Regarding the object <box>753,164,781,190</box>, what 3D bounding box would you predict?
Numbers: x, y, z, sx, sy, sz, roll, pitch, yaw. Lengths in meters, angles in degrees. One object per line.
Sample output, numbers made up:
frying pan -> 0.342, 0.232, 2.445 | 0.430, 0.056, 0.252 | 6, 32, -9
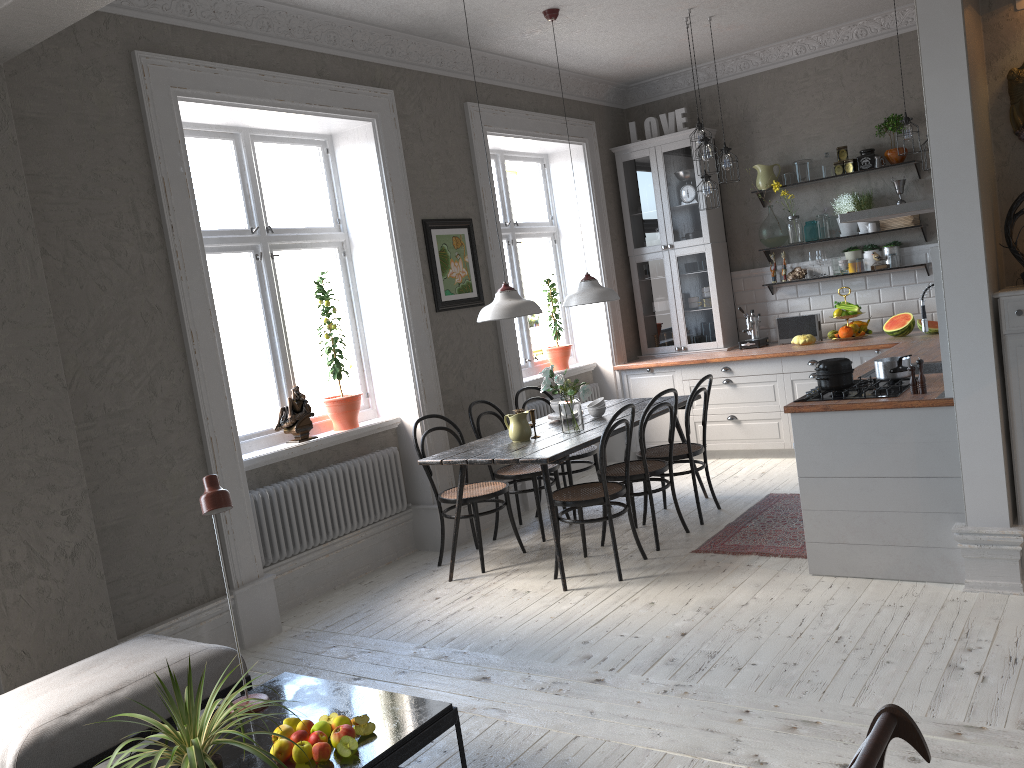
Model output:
object -> 2.136, -1.737, 7.425 | 0.177, 0.216, 0.187 | -13, 7, -40

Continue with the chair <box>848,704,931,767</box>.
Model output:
chair -> 0.261, 1.013, 1.718 | 0.996, 0.721, 0.517 | -4, 7, 36

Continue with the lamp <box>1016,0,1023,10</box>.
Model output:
lamp -> 2.285, -1.704, 3.639 | 0.407, 0.171, 0.224 | -4, 7, 36

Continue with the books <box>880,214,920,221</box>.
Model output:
books -> 3.042, -1.306, 6.958 | 0.161, 0.016, 0.255 | -13, 7, -41

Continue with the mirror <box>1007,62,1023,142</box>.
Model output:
mirror -> 2.400, -1.244, 3.755 | 0.522, 0.594, 0.072 | -4, 7, 35

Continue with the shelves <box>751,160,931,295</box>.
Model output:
shelves -> 2.672, -1.223, 7.226 | 1.290, 0.924, 0.233 | -4, 7, 35

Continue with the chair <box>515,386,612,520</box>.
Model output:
chair -> 0.349, 0.465, 6.271 | 0.447, 0.921, 0.537 | -13, 8, -41

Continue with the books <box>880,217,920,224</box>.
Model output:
books -> 3.045, -1.285, 6.960 | 0.255, 0.011, 0.161 | -4, 7, 38

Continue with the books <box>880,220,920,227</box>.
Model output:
books -> 3.049, -1.264, 6.963 | 0.255, 0.016, 0.161 | -3, 8, 45

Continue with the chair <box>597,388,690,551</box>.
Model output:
chair -> 0.769, 0.495, 5.325 | 0.537, 0.921, 0.447 | -3, 8, 43

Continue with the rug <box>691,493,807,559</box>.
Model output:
rug -> 1.667, 0.823, 5.312 | 0.721, 0.014, 1.314 | -4, 7, 36

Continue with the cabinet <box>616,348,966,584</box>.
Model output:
cabinet -> 2.179, 0.251, 6.045 | 1.999, 0.855, 4.168 | -9, 5, -7

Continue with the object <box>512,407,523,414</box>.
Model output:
object -> 0.046, 0.226, 5.427 | 0.095, 0.172, 0.097 | -7, 6, 17

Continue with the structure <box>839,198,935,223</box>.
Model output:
structure -> 2.248, -1.782, 5.076 | 0.698, 1.596, 0.726 | -4, 7, 36

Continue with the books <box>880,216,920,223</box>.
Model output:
books -> 3.044, -1.296, 6.959 | 0.255, 0.011, 0.161 | -3, 7, 42

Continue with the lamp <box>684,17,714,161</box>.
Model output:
lamp -> 1.219, -2.438, 6.144 | 0.144, 1.736, 0.149 | -6, 6, 23

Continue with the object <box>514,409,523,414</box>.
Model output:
object -> 0.051, 0.234, 5.333 | 0.063, 0.172, 0.061 | -12, 7, -32

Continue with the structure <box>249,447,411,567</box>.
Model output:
structure -> -1.073, 0.704, 5.278 | 0.146, 0.428, 1.246 | -5, 7, 34

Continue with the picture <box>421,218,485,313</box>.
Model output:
picture -> -0.392, -0.823, 6.077 | 0.019, 0.620, 0.531 | -4, 7, 36

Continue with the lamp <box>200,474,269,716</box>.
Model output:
lamp -> -0.955, 0.709, 2.974 | 0.140, 0.840, 0.248 | -10, 6, -18

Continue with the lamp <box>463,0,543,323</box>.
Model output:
lamp -> -0.146, -1.288, 4.931 | 0.384, 1.860, 0.374 | -10, 6, -16

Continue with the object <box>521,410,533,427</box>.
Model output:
object -> 0.074, 0.225, 5.709 | 0.138, 0.112, 0.141 | -6, 6, 18

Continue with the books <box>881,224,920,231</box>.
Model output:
books -> 3.054, -1.231, 6.966 | 0.255, 0.011, 0.161 | -4, 7, 38

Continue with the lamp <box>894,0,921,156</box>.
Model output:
lamp -> 2.614, -2.441, 6.021 | 0.149, 1.736, 0.144 | -11, 6, -22

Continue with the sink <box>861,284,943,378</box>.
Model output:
sink -> 2.235, -0.193, 4.909 | 0.517, 0.721, 0.495 | -4, 7, 36

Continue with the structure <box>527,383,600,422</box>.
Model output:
structure -> 0.417, 0.292, 7.350 | 0.146, 0.428, 1.246 | -5, 7, 34

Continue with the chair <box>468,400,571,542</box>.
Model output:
chair -> 0.049, 0.546, 5.884 | 0.538, 0.921, 0.446 | -5, 7, 33

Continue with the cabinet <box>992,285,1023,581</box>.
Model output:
cabinet -> 2.469, 0.210, 3.721 | 0.653, 1.298, 0.391 | -4, 7, 36

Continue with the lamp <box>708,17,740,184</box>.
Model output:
lamp -> 1.423, -2.292, 6.228 | 0.144, 1.736, 0.149 | -6, 6, 23

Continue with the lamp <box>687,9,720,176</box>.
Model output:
lamp -> 1.221, -2.290, 5.973 | 0.147, 1.736, 0.146 | -9, 6, -7

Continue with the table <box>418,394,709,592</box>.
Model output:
table -> 0.435, 0.611, 5.601 | 0.887, 0.735, 1.957 | -4, 7, 36

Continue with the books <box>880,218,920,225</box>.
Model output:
books -> 3.047, -1.274, 6.961 | 0.255, 0.011, 0.161 | -3, 7, 42

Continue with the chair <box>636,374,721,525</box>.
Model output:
chair -> 1.068, 0.415, 5.710 | 0.538, 0.921, 0.446 | -5, 7, 33

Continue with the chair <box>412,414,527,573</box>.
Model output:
chair -> -0.275, 0.636, 5.427 | 0.537, 0.921, 0.447 | -3, 8, 43

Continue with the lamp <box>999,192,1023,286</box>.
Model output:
lamp -> 2.331, -0.597, 3.774 | 0.440, 0.558, 0.175 | -3, 8, 43

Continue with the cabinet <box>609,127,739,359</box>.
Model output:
cabinet -> 1.472, -1.207, 7.892 | 0.862, 1.922, 0.395 | -4, 7, 36

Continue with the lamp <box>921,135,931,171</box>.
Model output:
lamp -> 2.813, -2.350, 6.069 | 0.146, 1.736, 0.147 | -8, 6, 8

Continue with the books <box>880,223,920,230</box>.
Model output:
books -> 3.052, -1.243, 6.965 | 0.255, 0.011, 0.161 | -3, 7, 42

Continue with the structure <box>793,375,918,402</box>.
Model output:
structure -> 1.756, 0.012, 4.470 | 0.486, 0.031, 0.617 | -4, 7, 36

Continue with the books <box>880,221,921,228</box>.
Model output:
books -> 3.050, -1.253, 6.964 | 0.161, 0.016, 0.255 | -13, 7, -41

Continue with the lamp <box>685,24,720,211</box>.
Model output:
lamp -> 1.309, -2.126, 6.346 | 0.146, 1.736, 0.147 | -8, 6, 3

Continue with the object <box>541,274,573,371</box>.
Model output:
object -> 0.358, -0.526, 7.534 | 0.264, 0.813, 0.255 | -11, 6, -27

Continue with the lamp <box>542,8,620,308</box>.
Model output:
lamp -> 0.380, -1.433, 5.661 | 0.371, 1.860, 0.387 | -3, 8, 43

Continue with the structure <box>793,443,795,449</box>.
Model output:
structure -> 1.827, 0.369, 4.488 | 0.606, 0.623, 0.634 | -4, 7, 36

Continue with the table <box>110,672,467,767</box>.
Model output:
table -> -0.880, 1.312, 2.588 | 0.832, 0.303, 1.335 | -4, 7, 36

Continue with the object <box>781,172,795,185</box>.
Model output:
object -> 2.305, -1.704, 7.387 | 0.101, 0.111, 0.105 | -4, 7, 35

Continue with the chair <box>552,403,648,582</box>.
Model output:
chair -> 0.458, 0.582, 4.886 | 0.538, 0.921, 0.446 | -5, 7, 33
